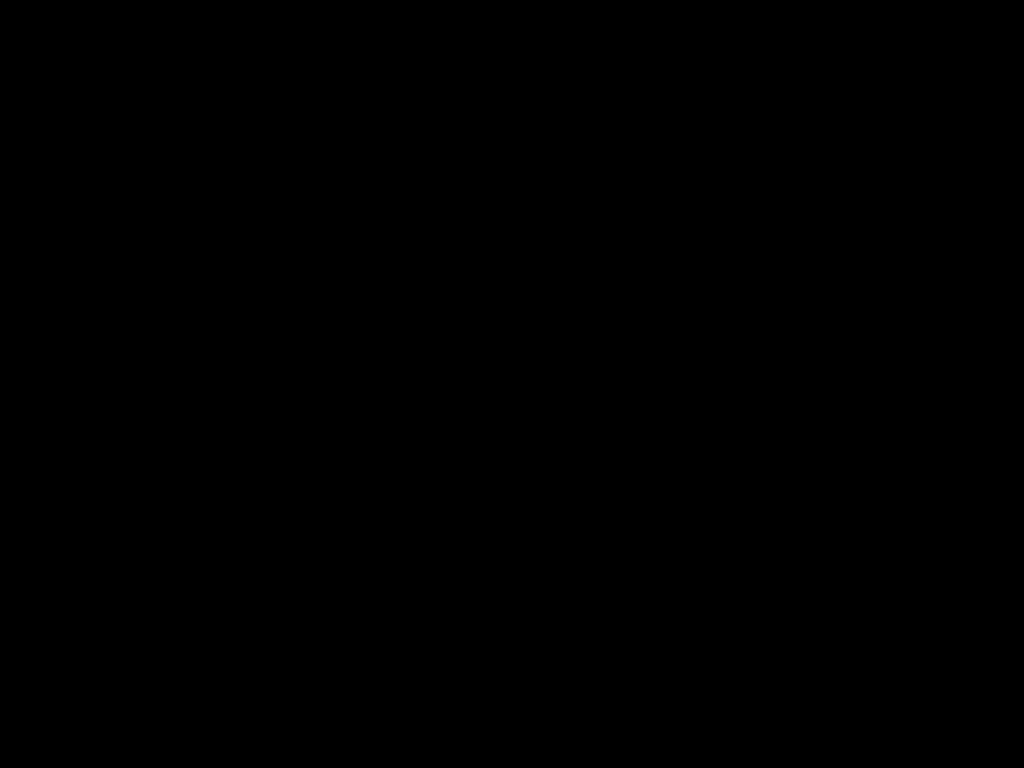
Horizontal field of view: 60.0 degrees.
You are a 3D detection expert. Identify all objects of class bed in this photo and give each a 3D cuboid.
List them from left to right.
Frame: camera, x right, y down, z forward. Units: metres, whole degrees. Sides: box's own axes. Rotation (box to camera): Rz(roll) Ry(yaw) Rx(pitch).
[{"bbox_3d":[0.002,-0.233,0.032,3.009,0.994,2.087,2,-1,-14],"label":"bed"}]
